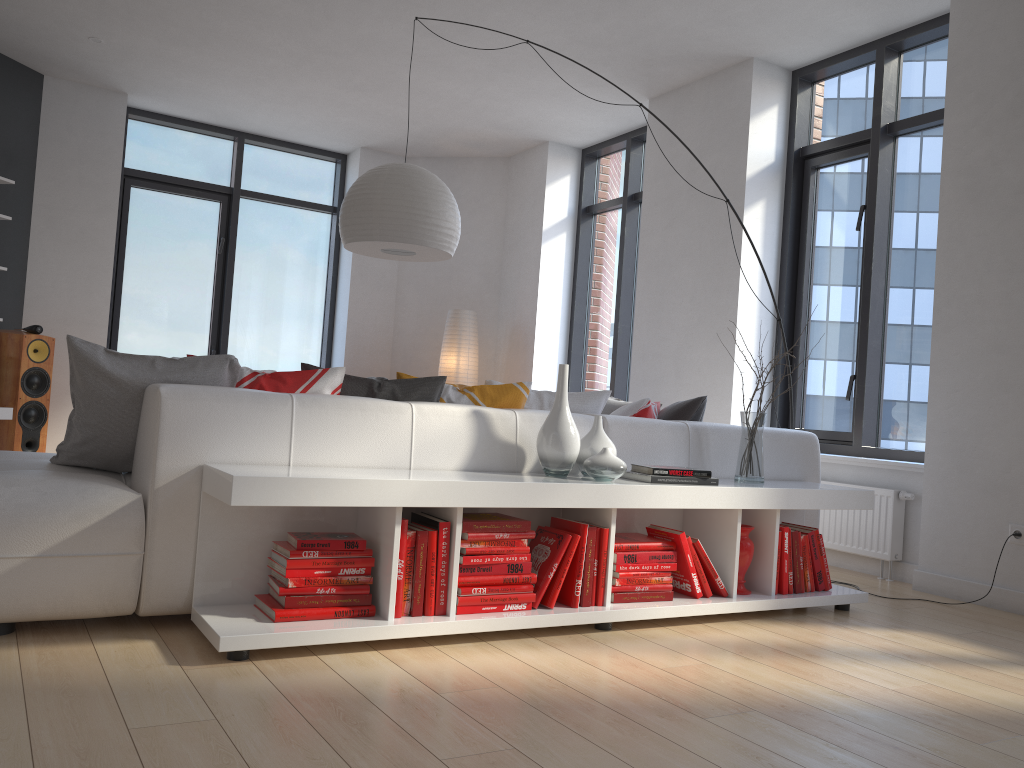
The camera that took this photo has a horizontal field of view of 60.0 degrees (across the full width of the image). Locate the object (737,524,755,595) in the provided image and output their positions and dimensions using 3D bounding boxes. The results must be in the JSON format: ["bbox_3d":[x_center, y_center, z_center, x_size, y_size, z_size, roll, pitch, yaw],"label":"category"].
[{"bbox_3d":[0.878,0.681,3.459,0.125,0.258,0.125,3,-2,37],"label":"object"}]

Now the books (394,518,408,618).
[{"bbox_3d":[-0.386,0.552,2.733,0.036,0.294,0.208,5,-2,-31],"label":"books"}]

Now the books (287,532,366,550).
[{"bbox_3d":[-0.560,0.473,2.674,0.206,0.029,0.152,5,-2,-25],"label":"books"}]

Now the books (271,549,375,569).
[{"bbox_3d":[-0.572,0.525,2.675,0.269,0.028,0.179,5,-2,-30],"label":"books"}]

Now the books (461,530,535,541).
[{"bbox_3d":[-0.085,0.484,2.907,0.266,0.026,0.187,5,-2,-36],"label":"books"}]

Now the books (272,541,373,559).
[{"bbox_3d":[-0.573,0.499,2.678,0.254,0.025,0.178,5,-2,-31],"label":"books"}]

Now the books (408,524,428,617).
[{"bbox_3d":[-0.330,0.573,2.771,0.034,0.259,0.207,5,-2,-31],"label":"books"}]

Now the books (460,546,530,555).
[{"bbox_3d":[-0.088,0.532,2.904,0.236,0.023,0.178,5,-2,-31],"label":"books"}]

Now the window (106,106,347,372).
[{"bbox_3d":[-2.504,-1.025,7.835,1.960,2.402,0.170,5,-2,-31],"label":"window"}]

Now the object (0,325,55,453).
[{"bbox_3d":[-3.544,0.116,6.332,0.434,1.088,0.290,3,-2,29],"label":"object"}]

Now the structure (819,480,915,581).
[{"bbox_3d":[1.725,0.761,4.840,0.110,0.460,1.015,5,-2,-31],"label":"structure"}]

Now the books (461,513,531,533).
[{"bbox_3d":[-0.102,0.453,2.906,0.259,0.034,0.206,5,-2,-34],"label":"books"}]

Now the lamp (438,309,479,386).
[{"bbox_3d":[-0.294,0.151,7.493,0.804,1.550,0.502,3,-2,19],"label":"lamp"}]

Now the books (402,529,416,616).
[{"bbox_3d":[-0.359,0.572,2.753,0.031,0.255,0.181,5,-2,-31],"label":"books"}]

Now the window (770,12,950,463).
[{"bbox_3d":[2.102,-0.780,5.085,0.170,2.402,1.310,5,-2,-31],"label":"window"}]

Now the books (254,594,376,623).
[{"bbox_3d":[-0.592,0.665,2.657,0.301,0.032,0.227,5,-2,-31],"label":"books"}]

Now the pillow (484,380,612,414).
[{"bbox_3d":[0.028,0.226,4.680,0.580,0.456,2.156,4,-2,-5],"label":"pillow"}]

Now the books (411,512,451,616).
[{"bbox_3d":[-0.264,0.563,2.804,0.049,0.291,0.214,5,-2,-31],"label":"books"}]

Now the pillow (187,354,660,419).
[{"bbox_3d":[-0.187,0.208,3.626,2.250,0.449,0.575,5,-2,-33],"label":"pillow"}]

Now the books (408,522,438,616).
[{"bbox_3d":[-0.292,0.576,2.782,0.042,0.259,0.195,5,-2,-31],"label":"books"}]

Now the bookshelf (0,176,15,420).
[{"bbox_3d":[-3.929,-0.446,4.635,0.455,2.052,3.000,4,-2,14],"label":"bookshelf"}]

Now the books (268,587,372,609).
[{"bbox_3d":[-0.580,0.633,2.673,0.259,0.034,0.206,5,-2,-28],"label":"books"}]

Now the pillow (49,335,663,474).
[{"bbox_3d":[-0.437,0.167,3.862,2.953,0.453,0.647,6,-2,-43],"label":"pillow"}]

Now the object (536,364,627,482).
[{"bbox_3d":[0.246,0.136,3.177,0.316,0.398,0.319,4,-2,-7],"label":"object"}]

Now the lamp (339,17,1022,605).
[{"bbox_3d":[0.723,-0.422,4.325,3.199,2.647,0.710,4,-2,5],"label":"lamp"}]

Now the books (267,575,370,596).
[{"bbox_3d":[-0.582,0.602,2.662,0.266,0.026,0.187,5,-2,-25],"label":"books"}]

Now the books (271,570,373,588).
[{"bbox_3d":[-0.575,0.578,2.674,0.257,0.025,0.182,5,-2,-31],"label":"books"}]

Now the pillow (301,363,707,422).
[{"bbox_3d":[0.090,0.206,3.801,2.120,0.436,0.608,5,-2,-35],"label":"pillow"}]

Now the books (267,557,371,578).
[{"bbox_3d":[-0.585,0.552,2.687,0.261,0.028,0.191,5,-2,-31],"label":"books"}]

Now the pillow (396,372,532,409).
[{"bbox_3d":[-0.014,0.232,4.364,0.630,0.440,2.095,4,-2,16],"label":"pillow"}]

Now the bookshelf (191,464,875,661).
[{"bbox_3d":[0.273,0.586,3.130,2.600,0.500,0.356,5,-2,-31],"label":"bookshelf"}]

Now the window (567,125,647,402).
[{"bbox_3d":[0.921,-0.804,7.060,0.170,2.402,1.310,5,-2,-31],"label":"window"}]

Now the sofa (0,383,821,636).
[{"bbox_3d":[-0.702,0.435,4.276,3.424,0.732,2.614,5,-2,-31],"label":"sofa"}]

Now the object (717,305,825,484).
[{"bbox_3d":[1.033,0.029,3.554,0.406,0.744,0.607,4,-2,9],"label":"object"}]
